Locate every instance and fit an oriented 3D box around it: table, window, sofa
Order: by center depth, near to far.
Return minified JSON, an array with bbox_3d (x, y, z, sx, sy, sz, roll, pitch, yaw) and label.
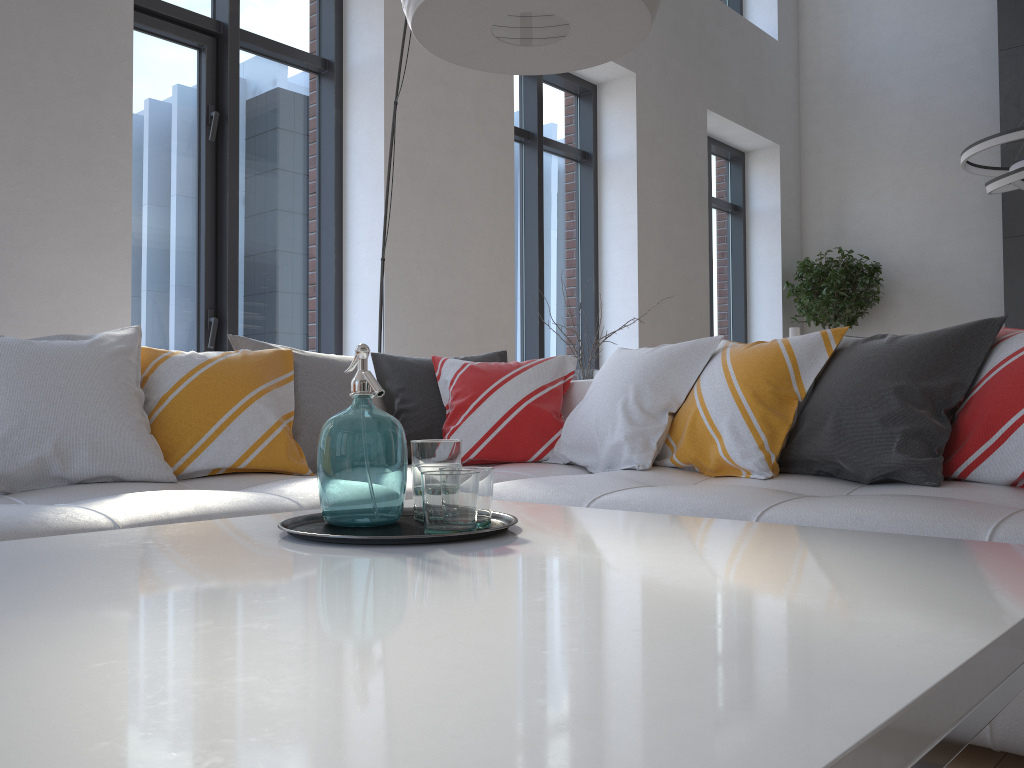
[{"bbox_3d":[-0.084,0.411,0.960,1.091,0.435,1.091,-2,-2,42],"label":"table"},{"bbox_3d":[0.146,0.303,1.915,3.424,0.732,2.614,-2,-2,42],"label":"sofa"},{"bbox_3d":[-1.401,-1.047,4.318,0.170,2.402,1.310,-2,-2,42],"label":"window"},{"bbox_3d":[0.133,-1.001,6.031,0.170,2.402,1.310,-2,-2,42],"label":"window"},{"bbox_3d":[1.665,-0.954,7.744,0.170,2.402,1.310,-2,-2,42],"label":"window"},{"bbox_3d":[1.647,-4.302,7.851,0.170,2.402,1.310,-2,-2,42],"label":"window"}]

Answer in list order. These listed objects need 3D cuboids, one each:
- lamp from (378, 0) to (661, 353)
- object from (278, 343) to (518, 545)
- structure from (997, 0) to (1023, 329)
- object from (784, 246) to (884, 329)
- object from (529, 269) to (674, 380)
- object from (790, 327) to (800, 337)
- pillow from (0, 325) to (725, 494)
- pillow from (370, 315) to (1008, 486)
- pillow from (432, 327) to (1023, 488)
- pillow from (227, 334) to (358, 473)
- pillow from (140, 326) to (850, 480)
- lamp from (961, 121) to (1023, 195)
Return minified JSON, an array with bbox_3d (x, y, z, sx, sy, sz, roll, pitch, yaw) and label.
[{"bbox_3d":[-0.284,-0.610,3.238,0.710,2.647,3.199,0,-2,-12],"label":"lamp"},{"bbox_3d":[-0.157,0.071,1.242,0.330,0.265,0.330,1,-2,-24],"label":"object"},{"bbox_3d":[4.331,-2.387,6.390,1.500,6.351,0.722,-2,-2,42],"label":"structure"},{"bbox_3d":[2.785,-0.179,7.647,0.813,2.019,0.801,1,-3,-45],"label":"object"},{"bbox_3d":[0.340,-0.145,3.774,0.607,0.744,0.406,0,-2,-8],"label":"object"},{"bbox_3d":[0.928,0.005,3.138,0.319,0.398,0.316,1,-2,-24],"label":"object"},{"bbox_3d":[-0.447,0.053,2.487,2.156,0.456,0.580,0,-2,-22],"label":"pillow"},{"bbox_3d":[0.375,0.061,2.806,2.120,0.436,0.608,-2,-2,38],"label":"pillow"},{"bbox_3d":[0.624,0.079,2.594,2.250,0.449,0.575,-2,-2,39],"label":"pillow"},{"bbox_3d":[0.474,0.039,2.283,2.953,0.453,0.647,-1,-2,30],"label":"pillow"},{"bbox_3d":[-0.132,0.071,2.540,2.095,0.440,0.630,0,-2,-1],"label":"pillow"},{"bbox_3d":[3.087,-3.341,5.080,1.000,4.513,1.000,-2,-3,44],"label":"lamp"}]
